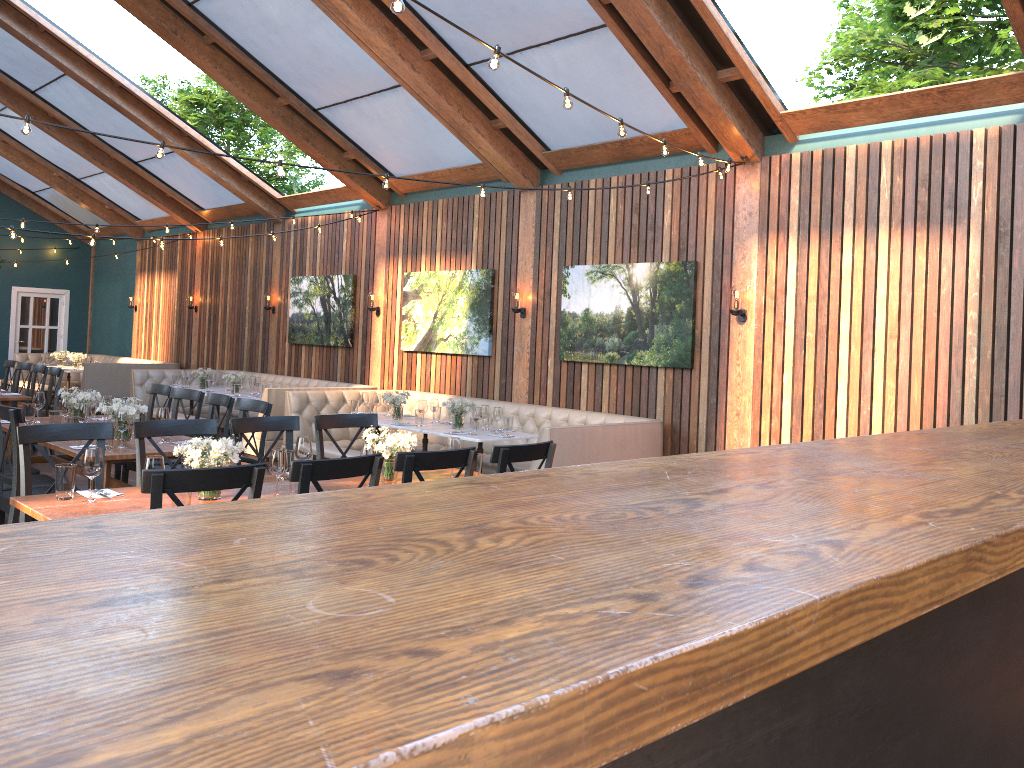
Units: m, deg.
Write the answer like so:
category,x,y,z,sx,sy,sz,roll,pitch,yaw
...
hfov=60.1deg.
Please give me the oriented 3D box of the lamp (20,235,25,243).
category,x,y,z,sx,sy,sz,roll,pitch,yaw
lamp,-7.176,-2.128,12.970,0.060,0.119,0.056,2,0,-20

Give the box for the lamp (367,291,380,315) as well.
category,x,y,z,sx,sy,sz,roll,pitch,yaw
lamp,-1.834,-1.069,11.697,0.178,0.320,0.146,2,0,-44

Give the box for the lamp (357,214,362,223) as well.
category,x,y,z,sx,sy,sz,roll,pitch,yaw
lamp,-1.971,-2.140,11.442,0.056,0.119,0.062,2,0,29

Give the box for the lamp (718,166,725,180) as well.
category,x,y,z,sx,sy,sz,roll,pitch,yaw
lamp,1.819,-1.833,7.702,0.065,0.118,0.056,2,0,6

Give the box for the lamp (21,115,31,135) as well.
category,x,y,z,sx,sy,sz,roll,pitch,yaw
lamp,-2.929,-1.561,5.336,0.056,0.121,0.056,3,0,-30

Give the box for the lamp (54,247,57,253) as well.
category,x,y,z,sx,sy,sz,roll,pitch,yaw
lamp,-9.814,-2.875,19.021,0.056,0.121,0.056,2,0,28

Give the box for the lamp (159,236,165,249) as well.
category,x,y,z,sx,sy,sz,roll,pitch,yaw
lamp,-3.508,-1.419,8.875,0.056,0.121,0.056,2,0,33

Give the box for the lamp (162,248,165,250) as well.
category,x,y,z,sx,sy,sz,roll,pitch,yaw
lamp,-6.129,-2.407,15.513,0.073,0.115,0.056,2,0,-38

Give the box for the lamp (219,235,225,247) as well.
category,x,y,z,sx,sy,sz,roll,pitch,yaw
lamp,-3.124,-1.538,9.530,0.056,0.121,0.056,2,0,-16

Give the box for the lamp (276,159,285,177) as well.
category,x,y,z,sx,sy,sz,roll,pitch,yaw
lamp,-1.578,-1.471,6.033,0.056,0.121,0.056,2,0,14

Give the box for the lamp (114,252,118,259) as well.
category,x,y,z,sx,sy,sz,roll,pitch,yaw
lamp,-6.798,-2.201,15.210,0.066,0.118,0.056,2,0,22

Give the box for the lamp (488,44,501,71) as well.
category,x,y,z,sx,sy,sz,roll,pitch,yaw
lamp,-0.082,-1.507,4.083,0.056,0.120,0.056,3,0,-38

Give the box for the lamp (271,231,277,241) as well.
category,x,y,z,sx,sy,sz,roll,pitch,yaw
lamp,-2.739,-1.698,10.178,0.071,0.116,0.056,2,0,-22

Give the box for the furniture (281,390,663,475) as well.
category,x,y,z,sx,sy,sz,roll,pitch,yaw
furniture,-0.547,0.637,9.103,1.707,0.859,4.165,0,3,-44

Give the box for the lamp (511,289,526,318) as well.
category,x,y,z,sx,sy,sz,roll,pitch,yaw
lamp,0.066,-0.889,9.732,0.178,0.320,0.146,2,0,-44

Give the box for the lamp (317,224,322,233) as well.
category,x,y,z,sx,sy,sz,roll,pitch,yaw
lamp,-2.351,-1.899,10.814,0.060,0.119,0.056,2,0,-22

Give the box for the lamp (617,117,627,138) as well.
category,x,y,z,sx,sy,sz,roll,pitch,yaw
lamp,0.674,-1.567,5.411,0.056,0.120,0.056,2,0,6

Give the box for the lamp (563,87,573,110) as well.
category,x,y,z,sx,sy,sz,roll,pitch,yaw
lamp,0.301,-1.531,4.748,0.056,0.120,0.056,2,0,2

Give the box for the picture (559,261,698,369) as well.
category,x,y,z,sx,sy,sz,roll,pitch,yaw
picture,1.105,-0.691,8.731,0.065,0.999,1.653,3,1,-44

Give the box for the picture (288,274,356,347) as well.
category,x,y,z,sx,sy,sz,roll,pitch,yaw
picture,-2.751,-1.056,12.700,0.065,0.999,1.653,3,1,-44

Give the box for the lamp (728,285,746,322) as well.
category,x,y,z,sx,sy,sz,roll,pitch,yaw
lamp,1.977,-0.707,7.755,0.178,0.320,0.146,2,0,-44

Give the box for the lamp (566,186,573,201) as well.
category,x,y,z,sx,sy,sz,roll,pitch,yaw
lamp,0.463,-1.519,7.056,0.056,0.121,0.056,3,0,-28

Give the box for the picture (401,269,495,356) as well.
category,x,y,z,sx,sy,sz,roll,pitch,yaw
picture,-0.806,-0.872,10.698,0.065,0.999,1.653,3,1,-44

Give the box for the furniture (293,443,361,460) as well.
category,x,y,z,sx,sy,sz,roll,pitch,yaw
furniture,-1.357,0.873,8.330,0.312,0.399,2.332,2,2,-44

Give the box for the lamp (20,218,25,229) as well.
category,x,y,z,sx,sy,sz,roll,pitch,yaw
lamp,-5.516,-1.813,9.977,0.056,0.121,0.056,3,0,-29

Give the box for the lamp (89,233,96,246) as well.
category,x,y,z,sx,sy,sz,roll,pitch,yaw
lamp,-3.898,-1.339,8.220,0.056,0.121,0.056,3,0,-25

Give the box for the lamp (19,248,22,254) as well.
category,x,y,z,sx,sy,sz,roll,pitch,yaw
lamp,-10.201,-2.762,18.371,0.056,0.121,0.056,3,0,-23

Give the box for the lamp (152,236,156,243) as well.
category,x,y,z,sx,sy,sz,roll,pitch,yaw
lamp,-6.035,-2.440,14.933,0.064,0.118,0.056,2,0,-35

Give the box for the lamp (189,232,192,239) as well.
category,x,y,z,sx,sy,sz,roll,pitch,yaw
lamp,-5.658,-2.612,15.588,0.056,0.120,0.056,2,0,-15

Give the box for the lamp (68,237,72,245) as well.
category,x,y,z,sx,sy,sz,roll,pitch,yaw
lamp,-6.800,-2.201,13.625,0.068,0.117,0.056,2,0,43

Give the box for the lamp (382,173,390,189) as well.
category,x,y,z,sx,sy,sz,roll,pitch,yaw
lamp,-0.907,-1.463,6.384,0.059,0.119,0.056,2,0,25

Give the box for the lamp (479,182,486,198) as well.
category,x,y,z,sx,sy,sz,roll,pitch,yaw
lamp,-0.221,-1.470,6.716,0.056,0.121,0.056,2,0,-10

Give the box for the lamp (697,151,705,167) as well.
category,x,y,z,sx,sy,sz,roll,pitch,yaw
lamp,1.438,-1.706,6.717,0.061,0.119,0.056,2,0,-28

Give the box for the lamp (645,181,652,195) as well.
category,x,y,z,sx,sy,sz,roll,pitch,yaw
lamp,1.141,-1.637,7.393,0.056,0.118,0.066,2,0,-15

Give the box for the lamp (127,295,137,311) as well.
category,x,y,z,sx,sy,sz,roll,pitch,yaw
lamp,-7.578,-1.615,17.637,0.178,0.320,0.146,2,0,-44

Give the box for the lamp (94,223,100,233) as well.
category,x,y,z,sx,sy,sz,roll,pitch,yaw
lamp,-4.849,-1.822,10.334,0.056,0.117,0.067,2,0,9

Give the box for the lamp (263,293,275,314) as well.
category,x,y,z,sx,sy,sz,roll,pitch,yaw
lamp,-3.759,-1.252,13.687,0.178,0.320,0.146,2,0,-44

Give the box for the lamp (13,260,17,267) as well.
category,x,y,z,sx,sy,sz,roll,pitch,yaw
lamp,-8.188,-1.983,14.592,0.056,0.121,0.056,2,0,22

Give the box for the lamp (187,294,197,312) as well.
category,x,y,z,sx,sy,sz,roll,pitch,yaw
lamp,-5.668,-1.434,15.662,0.178,0.320,0.146,2,0,-44

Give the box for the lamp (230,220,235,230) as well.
category,x,y,z,sx,sy,sz,roll,pitch,yaw
lamp,-3.477,-1.977,10.995,0.056,0.119,0.063,2,0,39

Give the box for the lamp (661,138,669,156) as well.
category,x,y,z,sx,sy,sz,roll,pitch,yaw
lamp,1.050,-1.624,6.073,0.059,0.119,0.056,2,0,-1

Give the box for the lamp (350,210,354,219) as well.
category,x,y,z,sx,sy,sz,roll,pitch,yaw
lamp,-2.103,-2.220,11.613,0.056,0.121,0.056,3,0,-23

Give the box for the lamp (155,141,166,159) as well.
category,x,y,z,sx,sy,sz,roll,pitch,yaw
lamp,-2.262,-1.503,5.683,0.056,0.120,0.057,2,0,40

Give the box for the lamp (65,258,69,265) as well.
category,x,y,z,sx,sy,sz,roll,pitch,yaw
lamp,-7.488,-2.066,14.900,0.056,0.121,0.056,2,0,23

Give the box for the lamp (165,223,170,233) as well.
category,x,y,z,sx,sy,sz,roll,pitch,yaw
lamp,-4.151,-1.875,10.659,0.056,0.121,0.056,3,0,-23

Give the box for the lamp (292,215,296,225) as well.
category,x,y,z,sx,sy,sz,roll,pitch,yaw
lamp,-2.783,-2.096,11.303,0.056,0.120,0.056,2,0,-2

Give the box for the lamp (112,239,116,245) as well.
category,x,y,z,sx,sy,sz,roll,pitch,yaw
lamp,-6.431,-2.305,14.292,0.056,0.121,0.056,2,0,28

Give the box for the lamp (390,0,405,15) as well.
category,x,y,z,sx,sy,sz,roll,pitch,yaw
lamp,-0.439,-1.487,3.414,0.056,0.121,0.056,3,0,-18

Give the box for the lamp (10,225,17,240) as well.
category,x,y,z,sx,sy,sz,roll,pitch,yaw
lamp,-4.253,-1.293,7.549,0.056,0.120,0.056,3,0,-39

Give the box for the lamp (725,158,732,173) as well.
category,x,y,z,sx,sy,sz,roll,pitch,yaw
lamp,1.805,-1.823,7.384,0.056,0.120,0.056,2,0,7
